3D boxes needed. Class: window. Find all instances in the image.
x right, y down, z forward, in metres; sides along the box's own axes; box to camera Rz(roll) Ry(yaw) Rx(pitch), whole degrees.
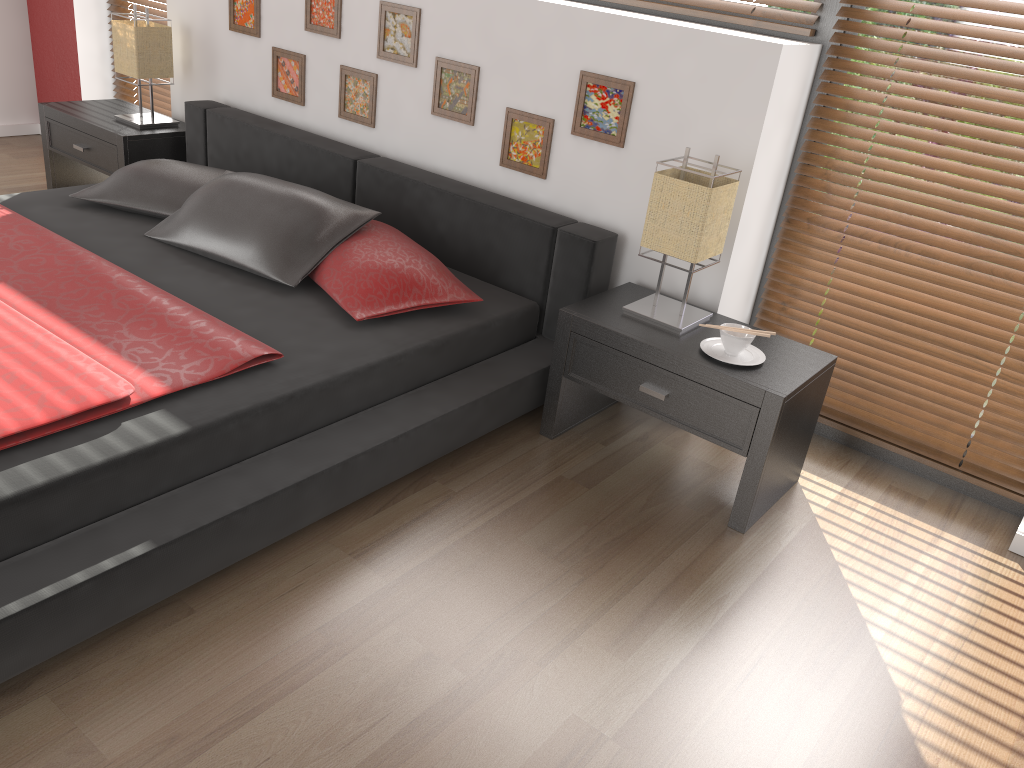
[{"bbox_3d":[-1.717,-2.173,4.441,0.889,1.893,0.020,25,31,30],"label":"window"},{"bbox_3d":[1.334,-0.758,2.465,0.889,1.893,0.020,25,31,30],"label":"window"},{"bbox_3d":[-0.123,-1.947,3.211,2.817,0.786,0.020,25,31,30],"label":"window"}]

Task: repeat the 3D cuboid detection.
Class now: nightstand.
[{"bbox_3d":[0.503,0.041,2.646,0.700,0.423,0.413,25,31,30],"label":"nightstand"},{"bbox_3d":[-1.825,-1.039,4.155,0.700,0.423,0.413,25,31,30],"label":"nightstand"}]

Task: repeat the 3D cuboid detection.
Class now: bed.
[{"bbox_3d":[-1.374,-0.336,2.700,2.469,0.577,2.413,25,31,30],"label":"bed"}]

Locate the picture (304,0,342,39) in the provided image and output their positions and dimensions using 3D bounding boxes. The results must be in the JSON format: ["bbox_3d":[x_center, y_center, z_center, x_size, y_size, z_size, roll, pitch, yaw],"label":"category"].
[{"bbox_3d":[-0.729,-1.454,3.422,0.200,0.200,0.010,25,31,30],"label":"picture"}]

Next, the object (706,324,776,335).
[{"bbox_3d":[0.621,-0.149,2.409,0.192,0.007,0.007,7,26,-1],"label":"object"}]

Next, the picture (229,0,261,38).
[{"bbox_3d":[-1.116,-1.566,3.699,0.200,0.200,0.010,25,31,30],"label":"picture"}]

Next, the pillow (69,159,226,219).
[{"bbox_3d":[-1.205,-0.718,3.313,0.745,0.172,0.418,12,27,9],"label":"pillow"}]

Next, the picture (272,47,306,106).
[{"bbox_3d":[-0.921,-1.267,3.653,0.200,0.200,0.010,25,31,30],"label":"picture"}]

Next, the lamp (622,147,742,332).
[{"bbox_3d":[0.492,-0.424,2.532,0.200,0.480,0.200,25,31,30],"label":"lamp"}]

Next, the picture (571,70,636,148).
[{"bbox_3d":[0.285,-0.870,2.808,0.200,0.200,0.010,25,31,30],"label":"picture"}]

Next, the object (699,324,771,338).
[{"bbox_3d":[0.601,-0.145,2.397,0.192,0.007,0.007,10,26,3],"label":"object"}]

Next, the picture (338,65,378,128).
[{"bbox_3d":[-0.600,-1.117,3.445,0.200,0.200,0.010,25,31,30],"label":"picture"}]

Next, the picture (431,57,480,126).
[{"bbox_3d":[-0.203,-1.039,3.147,0.200,0.200,0.010,25,31,30],"label":"picture"}]

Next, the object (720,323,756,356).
[{"bbox_3d":[0.610,-0.115,2.424,0.099,0.069,0.099,-7,30,-27],"label":"object"}]

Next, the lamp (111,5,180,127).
[{"bbox_3d":[-1.618,-1.402,3.899,0.200,0.480,0.200,25,31,30],"label":"lamp"}]

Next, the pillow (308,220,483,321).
[{"bbox_3d":[-0.459,-0.403,2.890,0.418,0.172,0.745,-10,32,-32],"label":"pillow"}]

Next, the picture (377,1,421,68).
[{"bbox_3d":[-0.414,-1.275,3.231,0.200,0.200,0.010,25,31,30],"label":"picture"}]

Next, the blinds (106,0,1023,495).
[{"bbox_3d":[-0.239,-1.415,3.419,4.840,1.952,0.032,25,31,30],"label":"blinds"}]

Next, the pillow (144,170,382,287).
[{"bbox_3d":[-0.850,-0.554,2.967,0.744,0.241,0.386,22,30,27],"label":"pillow"}]

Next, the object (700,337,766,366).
[{"bbox_3d":[0.606,-0.086,2.438,0.179,0.012,0.179,-7,30,-27],"label":"object"}]

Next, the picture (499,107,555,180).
[{"bbox_3d":[0.049,-0.821,3.023,0.200,0.200,0.010,25,31,30],"label":"picture"}]
